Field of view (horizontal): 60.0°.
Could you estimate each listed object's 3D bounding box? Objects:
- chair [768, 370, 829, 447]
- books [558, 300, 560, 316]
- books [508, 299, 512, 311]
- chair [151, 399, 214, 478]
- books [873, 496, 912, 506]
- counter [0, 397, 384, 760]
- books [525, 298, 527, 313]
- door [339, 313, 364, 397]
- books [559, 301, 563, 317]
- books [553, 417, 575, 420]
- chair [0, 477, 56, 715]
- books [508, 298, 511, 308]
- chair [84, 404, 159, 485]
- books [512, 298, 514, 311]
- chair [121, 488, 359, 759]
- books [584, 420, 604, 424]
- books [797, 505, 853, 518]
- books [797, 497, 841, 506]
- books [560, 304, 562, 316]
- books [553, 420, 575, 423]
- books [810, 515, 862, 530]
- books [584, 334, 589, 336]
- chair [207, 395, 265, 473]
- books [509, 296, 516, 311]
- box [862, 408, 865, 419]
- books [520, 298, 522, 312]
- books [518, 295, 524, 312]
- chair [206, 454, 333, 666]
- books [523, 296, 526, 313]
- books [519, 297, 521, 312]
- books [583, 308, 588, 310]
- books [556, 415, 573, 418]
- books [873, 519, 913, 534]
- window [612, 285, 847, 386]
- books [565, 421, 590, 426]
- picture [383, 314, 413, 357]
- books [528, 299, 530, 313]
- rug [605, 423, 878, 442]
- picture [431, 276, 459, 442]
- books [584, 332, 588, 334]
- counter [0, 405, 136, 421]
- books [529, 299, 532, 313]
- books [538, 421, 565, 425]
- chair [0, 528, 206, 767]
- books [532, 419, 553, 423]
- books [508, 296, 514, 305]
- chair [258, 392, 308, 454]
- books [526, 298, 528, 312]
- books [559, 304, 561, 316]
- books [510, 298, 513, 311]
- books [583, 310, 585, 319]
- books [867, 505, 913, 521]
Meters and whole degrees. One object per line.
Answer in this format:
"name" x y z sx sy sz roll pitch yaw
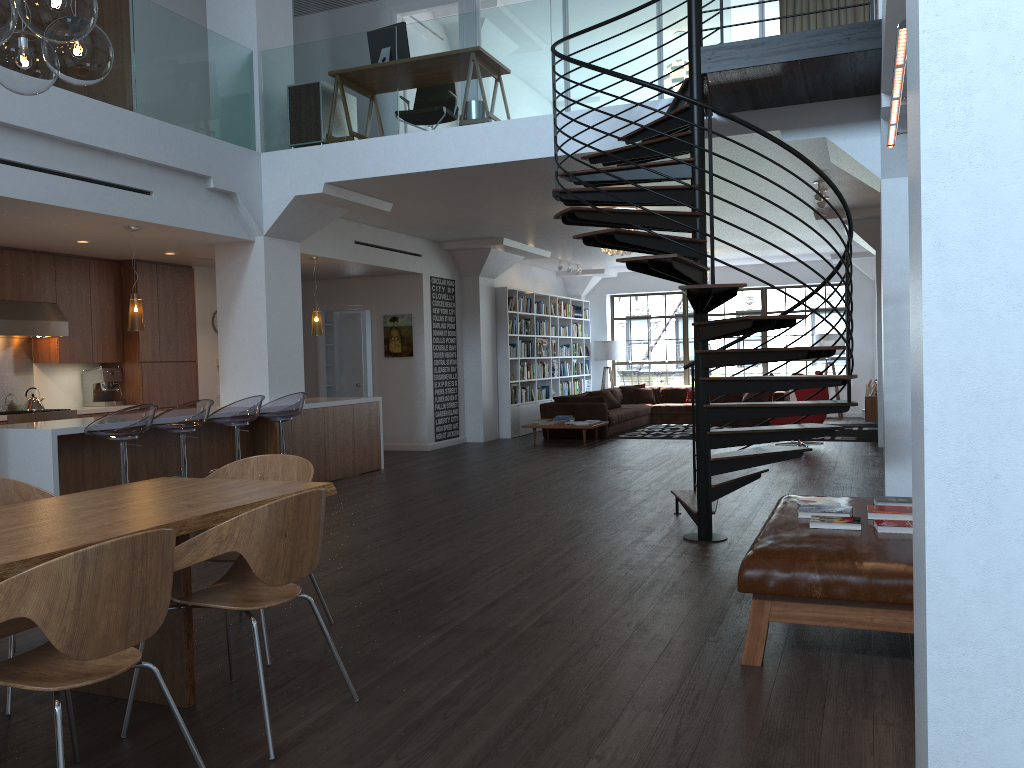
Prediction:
"chair" 3.920 0.323 12.114 0.798 1.006 0.801 -3 2 -43
"books" 0.817 -1.407 16.551 0.140 0.298 0.044 -1 2 22
"books" -0.103 -1.274 14.311 0.167 0.210 0.162 -1 2 22
"chair" -2.630 0.630 7.092 0.481 1.014 0.530 -1 2 20
"books" 2.026 0.621 4.621 0.254 0.044 0.183 -1 2 17
"counter" -2.567 0.718 6.736 3.039 0.860 8.182 -2 2 -7
"books" 0.164 -1.318 14.946 0.159 0.248 0.089 -1 2 22
"door" -2.694 -0.084 13.970 0.826 2.032 0.174 -1 2 22
"books" 0.879 -1.411 16.763 0.176 0.290 0.053 -1 2 22
"books" 0.804 0.535 13.674 0.279 0.035 0.191 0 2 32
"chair" -2.066 0.808 3.650 0.618 0.833 0.629 -1 2 20
"books" -0.129 -1.274 14.223 0.182 0.215 0.188 -1 2 22
"chair" -2.840 0.653 6.495 0.481 1.014 0.530 -1 2 24
"books" -0.057 -1.285 14.399 0.161 0.222 0.084 -1 2 22
"chair" -0.970 0.791 3.201 0.617 0.830 0.629 -1 2 22
"books" 1.234 0.567 13.425 0.350 0.035 0.256 -3 2 -43
"books" 1.562 0.639 4.420 0.247 0.040 0.185 -1 2 25
"books" 1.635 0.634 4.735 0.161 0.031 0.223 -1 2 0
"books" 0.851 -1.386 16.685 0.171 0.246 0.057 -1 2 22
"books" 0.808 0.571 13.670 0.312 0.037 0.216 -1 2 12
"books" 1.516 0.649 4.153 0.224 0.032 0.161 -1 2 22
"books" 1.397 -0.999 18.097 0.284 0.033 0.197 0 2 37
"chair" -2.377 0.607 7.676 0.481 1.014 0.530 -1 2 20
"books" -0.036 -1.303 14.469 0.170 0.251 0.118 -1 2 22
"box" 6.619 0.548 16.454 0.228 0.165 0.368 -1 2 22
"books" 0.078 -1.307 14.743 0.174 0.242 0.105 -1 2 22
"books" 0.105 -1.334 14.826 0.176 0.293 0.125 -1 2 22
"chair" -1.226 0.773 4.121 0.629 0.833 0.618 -1 2 17
"books" 0.124 -1.335 14.885 0.197 0.290 0.136 -1 2 22
"books" 0.055 -1.309 14.695 0.170 0.251 0.118 -1 2 22
"books" 1.491 -1.440 18.242 0.140 0.231 0.042 -1 2 22
"books" 0.807 0.504 13.669 0.224 0.027 0.157 -1 2 27
"books" 1.769 0.648 4.024 0.224 0.036 0.161 -1 2 16
"window" 4.296 -0.929 17.928 4.648 1.905 0.114 -1 2 22
"books" 0.962 0.581 13.164 0.231 0.040 0.342 -2 2 -28
"picture" -1.621 -0.685 12.622 0.450 0.600 0.030 -1 2 22
"books" 0.208 -1.320 15.058 0.174 0.243 0.085 -1 2 22
"rug" 3.891 0.759 14.323 4.200 0.007 3.100 -1 2 23
"picture" -0.979 -0.369 13.078 0.021 2.380 0.800 -1 2 22
"books" 1.396 -1.032 18.091 0.174 0.032 0.254 -3 2 -33
"counter" -5.264 0.344 8.069 0.600 0.050 4.387 -1 2 22
"books" 0.244 -1.329 15.153 0.182 0.255 0.077 -1 2 22
"books" 0.592 0.587 13.323 0.340 0.035 0.236 -3 2 -43
"chair" -1.261 0.821 2.492 0.618 0.833 0.629 -1 2 23
"books" 0.491 0.573 13.733 0.241 0.045 0.334 -1 2 23
"books" -0.053 -1.299 14.430 0.159 0.248 0.089 -1 2 22
"chair" -2.142 0.584 8.261 0.481 1.014 0.530 -1 2 24
"books" 0.179 -1.321 14.976 0.182 0.253 0.098 -1 2 22
"books" 0.830 -1.382 16.643 0.159 0.241 0.038 -1 2 22
"books" -0.071 -1.282 14.368 0.161 0.218 0.101 -1 2 22
"books" 1.414 -1.406 18.049 0.128 0.178 0.022 -1 2 22
"books" 1.889 0.631 4.332 0.283 0.043 0.197 -1 2 21
